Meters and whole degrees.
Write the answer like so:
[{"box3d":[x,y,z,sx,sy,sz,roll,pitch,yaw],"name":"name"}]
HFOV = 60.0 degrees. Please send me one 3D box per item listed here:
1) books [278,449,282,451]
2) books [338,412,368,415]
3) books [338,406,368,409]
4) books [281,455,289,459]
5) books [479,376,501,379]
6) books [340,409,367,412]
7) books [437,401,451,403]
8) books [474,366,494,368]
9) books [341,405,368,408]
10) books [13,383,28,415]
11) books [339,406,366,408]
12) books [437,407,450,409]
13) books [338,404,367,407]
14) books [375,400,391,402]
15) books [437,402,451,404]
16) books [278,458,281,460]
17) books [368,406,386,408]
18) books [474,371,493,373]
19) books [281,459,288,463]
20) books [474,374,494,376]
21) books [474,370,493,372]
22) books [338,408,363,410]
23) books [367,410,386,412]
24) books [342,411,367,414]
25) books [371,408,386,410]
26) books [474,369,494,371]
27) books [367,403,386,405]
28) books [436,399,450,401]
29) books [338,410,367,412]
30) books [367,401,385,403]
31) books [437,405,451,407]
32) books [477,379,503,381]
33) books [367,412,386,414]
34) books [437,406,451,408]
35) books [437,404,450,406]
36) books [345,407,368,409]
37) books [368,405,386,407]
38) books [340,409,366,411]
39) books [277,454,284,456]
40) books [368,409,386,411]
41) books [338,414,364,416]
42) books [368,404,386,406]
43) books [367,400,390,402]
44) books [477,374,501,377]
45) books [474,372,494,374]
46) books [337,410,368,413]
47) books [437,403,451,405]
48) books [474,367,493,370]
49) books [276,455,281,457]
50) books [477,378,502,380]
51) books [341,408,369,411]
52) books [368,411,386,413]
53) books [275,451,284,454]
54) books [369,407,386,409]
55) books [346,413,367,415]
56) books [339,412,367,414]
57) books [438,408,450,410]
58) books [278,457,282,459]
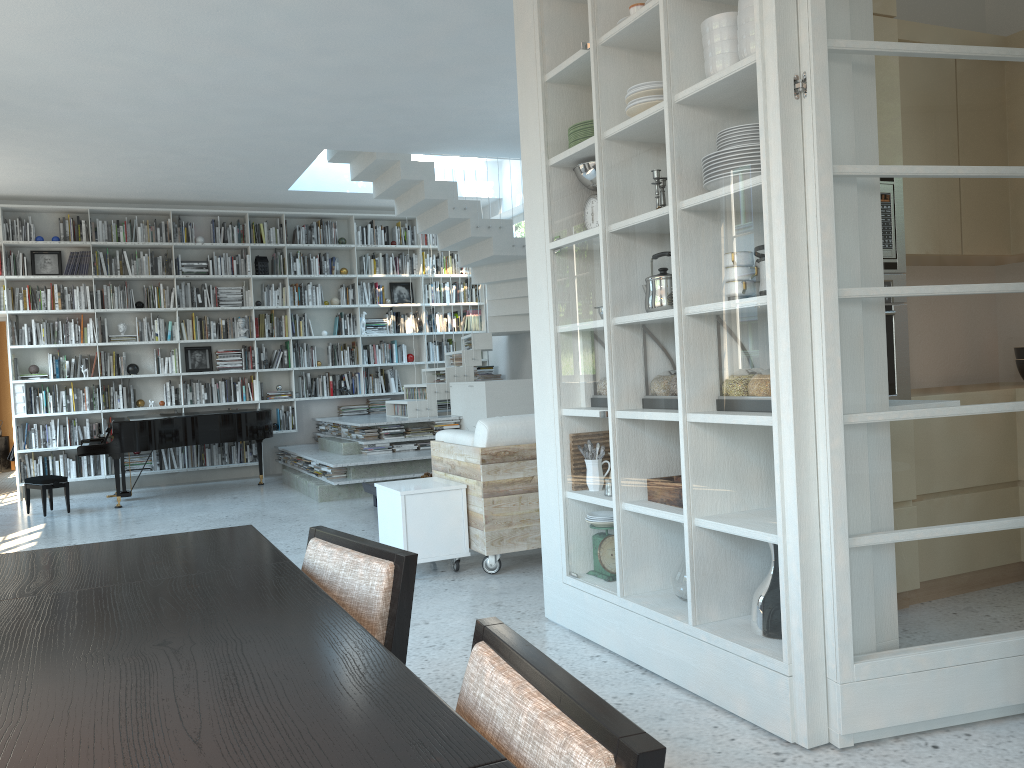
[{"box3d":[-2.691,0.786,10.613,0.158,0.014,0.234,-3,1,-27],"name":"books"},{"box3d":[-1.984,0.367,11.061,0.345,0.007,0.193,-3,1,-20],"name":"books"},{"box3d":[-1.987,0.292,11.068,0.345,0.007,0.193,-3,1,-23],"name":"books"},{"box3d":[-2.584,0.849,10.340,0.191,0.028,0.212,-3,1,-21],"name":"books"},{"box3d":[-0.279,-0.078,11.140,0.233,0.025,0.157,-3,1,-29],"name":"books"},{"box3d":[-1.990,0.330,11.073,0.308,0.008,0.195,-3,1,-25],"name":"books"},{"box3d":[-0.991,0.238,11.520,0.354,0.009,0.198,-3,1,-22],"name":"books"},{"box3d":[-0.365,-0.216,11.320,0.228,0.011,0.159,-3,1,-26],"name":"books"},{"box3d":[-1.988,0.277,11.068,0.345,0.007,0.193,-3,1,-27],"name":"books"},{"box3d":[-5.272,0.161,9.518,0.106,0.340,0.307,-4,1,-25],"name":"books"},{"box3d":[-1.988,0.285,11.068,0.308,0.008,0.195,-3,1,-23],"name":"books"},{"box3d":[-0.986,0.318,11.516,0.320,0.009,0.203,-3,1,-20],"name":"books"},{"box3d":[-1.989,0.270,11.068,0.345,0.007,0.193,-3,1,-23],"name":"books"},{"box3d":[-1.687,0.219,11.202,0.285,0.005,0.159,-3,1,-28],"name":"books"},{"box3d":[-0.991,0.255,11.520,0.354,0.009,0.198,-3,1,-28],"name":"books"},{"box3d":[-2.688,0.899,10.615,0.171,0.016,0.241,-3,1,-25],"name":"books"},{"box3d":[-1.681,0.289,11.200,0.285,0.007,0.159,-4,1,-30],"name":"books"},{"box3d":[-0.367,-0.152,11.332,0.214,0.011,0.121,-4,1,-30],"name":"books"},{"box3d":[-2.574,0.890,10.344,0.189,0.030,0.237,-3,1,-25],"name":"books"},{"box3d":[-0.361,-0.116,11.325,0.232,0.006,0.137,-4,1,-30],"name":"books"},{"box3d":[-0.365,-0.164,11.327,0.206,0.014,0.150,-3,1,-25],"name":"books"},{"box3d":[-1.987,0.307,11.069,0.345,0.007,0.193,-3,1,-23],"name":"books"},{"box3d":[-1.681,0.337,11.202,0.285,0.007,0.159,-3,1,-29],"name":"books"},{"box3d":[-1.988,0.352,11.068,0.308,0.008,0.195,-3,1,-23],"name":"books"},{"box3d":[-1.681,0.309,11.203,0.254,0.007,0.161,-3,1,-29],"name":"books"},{"box3d":[-0.364,-0.178,11.322,0.235,0.014,0.155,-3,1,-24],"name":"books"},{"box3d":[-1.690,0.251,11.206,0.254,0.006,0.161,-3,1,-26],"name":"books"},{"box3d":[-0.993,0.212,11.519,0.354,0.009,0.198,-3,1,-28],"name":"books"},{"box3d":[-1.984,0.337,11.061,0.308,0.008,0.195,-4,1,-30],"name":"books"},{"box3d":[-1.686,0.224,11.201,0.254,0.006,0.161,-3,1,-21],"name":"books"},{"box3d":[-0.990,0.291,11.520,0.359,0.009,0.201,-3,1,-22],"name":"books"},{"box3d":[-0.275,-0.051,11.134,0.295,0.006,0.146,-3,1,-27],"name":"books"},{"box3d":[-1.684,0.365,11.212,0.285,0.007,0.159,-3,1,-25],"name":"books"},{"box3d":[-0.992,0.300,11.526,0.359,0.009,0.201,-3,1,-24],"name":"books"},{"box3d":[-0.992,0.273,11.522,0.320,0.009,0.203,-3,1,-27],"name":"books"},{"box3d":[-1.983,0.300,11.061,0.345,0.007,0.193,-4,1,-30],"name":"books"},{"box3d":[-1.686,0.275,11.208,0.285,0.007,0.159,-3,1,-24],"name":"books"},{"box3d":[-1.983,0.322,11.062,0.308,0.008,0.195,-3,1,-20],"name":"books"},{"box3d":[-2.700,0.841,10.609,0.187,0.009,0.211,-3,1,-26],"name":"books"},{"box3d":[-1.680,0.323,11.203,0.254,0.007,0.161,-3,1,-29],"name":"books"},{"box3d":[-1.984,0.382,11.064,0.345,0.007,0.193,-3,1,-21],"name":"books"},{"box3d":[-1.690,0.262,11.208,0.254,0.006,0.161,-3,1,-25],"name":"books"},{"box3d":[-1.685,0.213,11.198,0.254,0.006,0.161,-4,1,-30],"name":"books"},{"box3d":[-0.283,-0.103,11.144,0.267,0.026,0.161,-3,1,-20],"name":"books"},{"box3d":[-0.365,-0.142,11.330,0.227,0.009,0.144,-3,1,-25],"name":"books"},{"box3d":[-1.987,0.345,11.069,0.345,0.007,0.193,-3,1,-27],"name":"books"},{"box3d":[-0.994,0.264,11.525,0.359,0.009,0.201,-3,1,-26],"name":"books"},{"box3d":[-0.370,-0.197,11.333,0.232,0.025,0.123,-3,1,-28],"name":"books"},{"box3d":[-2.701,0.852,10.608,0.177,0.012,0.278,-3,1,-29],"name":"books"},{"box3d":[-0.283,-0.060,11.151,0.278,0.012,0.177,-3,1,-21],"name":"books"},{"box3d":[-1.985,0.314,11.066,0.345,0.007,0.193,-3,1,-28],"name":"books"},{"box3d":[-1.684,0.351,11.211,0.254,0.007,0.161,-3,1,-25],"name":"books"},{"box3d":[-2.708,0.818,10.605,0.191,0.013,0.243,-3,1,-29],"name":"books"},{"box3d":[-1.682,0.303,11.202,0.285,0.007,0.159,-3,1,-29],"name":"books"},{"box3d":[-1.985,0.375,11.064,0.308,0.008,0.195,-3,1,-29],"name":"books"},{"box3d":[-1.986,0.360,11.064,0.308,0.008,0.195,-3,1,-21],"name":"books"},{"box3d":[-0.990,0.327,11.526,0.320,0.009,0.203,-3,1,-26],"name":"books"},{"box3d":[-2.699,0.877,10.610,0.179,0.012,0.261,-3,1,-22],"name":"books"}]
